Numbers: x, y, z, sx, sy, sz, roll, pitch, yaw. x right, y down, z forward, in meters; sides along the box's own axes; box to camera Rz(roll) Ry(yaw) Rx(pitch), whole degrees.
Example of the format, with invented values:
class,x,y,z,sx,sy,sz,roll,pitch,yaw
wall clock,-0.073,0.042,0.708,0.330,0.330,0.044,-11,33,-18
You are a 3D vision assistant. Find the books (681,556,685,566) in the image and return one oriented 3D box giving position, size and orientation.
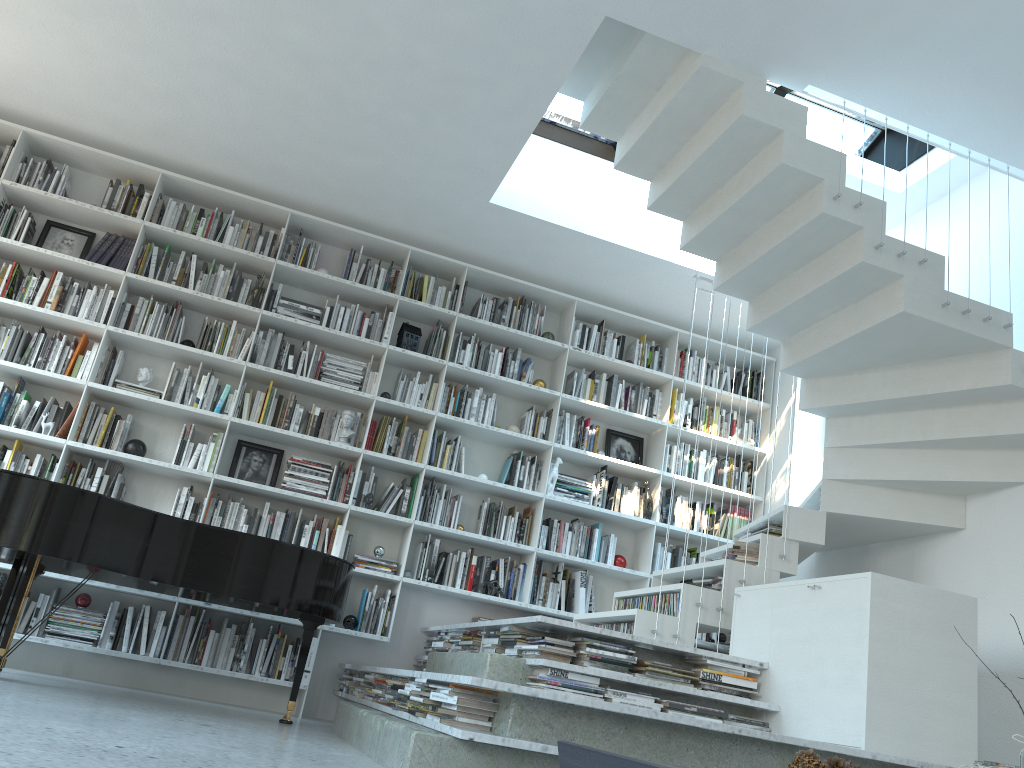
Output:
class,x,y,z,sx,sy,sz,roll,pitch,yaw
books,1.181,1.348,6.381,0.027,0.200,0.164,15,-20,-14

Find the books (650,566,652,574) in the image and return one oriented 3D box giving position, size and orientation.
class,x,y,z,sx,sy,sz,roll,pitch,yaw
books,0.947,1.245,6.327,0.085,0.277,0.160,15,-20,-14

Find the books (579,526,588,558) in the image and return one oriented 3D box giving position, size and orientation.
class,x,y,z,sx,sy,sz,roll,pitch,yaw
books,0.467,1.126,6.196,0.026,0.245,0.166,15,-20,-14

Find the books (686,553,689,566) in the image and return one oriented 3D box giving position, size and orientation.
class,x,y,z,sx,sy,sz,roll,pitch,yaw
books,1.217,1.341,6.389,0.014,0.229,0.173,15,-20,-14

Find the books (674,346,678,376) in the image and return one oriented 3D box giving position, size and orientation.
class,x,y,z,sx,sy,sz,roll,pitch,yaw
books,1.212,-0.137,6.795,0.011,0.312,0.173,15,-20,-14

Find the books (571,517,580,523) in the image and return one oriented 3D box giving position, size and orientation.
class,x,y,z,sx,sy,sz,roll,pitch,yaw
books,0.423,1.086,6.185,0.013,0.298,0.148,15,-20,-14

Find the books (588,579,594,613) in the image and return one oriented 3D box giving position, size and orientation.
class,x,y,z,sx,sy,sz,roll,pitch,yaw
books,0.531,1.487,6.113,0.062,0.273,0.148,15,-20,-14

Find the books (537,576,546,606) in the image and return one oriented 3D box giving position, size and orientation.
class,x,y,z,sx,sy,sz,roll,pitch,yaw
books,0.178,1.419,6.015,0.023,0.213,0.164,15,-20,-14

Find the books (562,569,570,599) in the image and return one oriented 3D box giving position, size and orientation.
class,x,y,z,sx,sy,sz,roll,pitch,yaw
books,0.347,1.426,6.085,0.010,0.303,0.132,15,-20,-14

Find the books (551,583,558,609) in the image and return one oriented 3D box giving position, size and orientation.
class,x,y,z,sx,sy,sz,roll,pitch,yaw
books,0.265,1.455,6.028,0.024,0.184,0.149,15,-20,-14

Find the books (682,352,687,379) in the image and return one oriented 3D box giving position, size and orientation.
class,x,y,z,sx,sy,sz,roll,pitch,yaw
books,1.285,-0.096,6.805,0.012,0.268,0.185,15,-20,-14

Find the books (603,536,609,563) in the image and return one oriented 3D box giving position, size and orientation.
class,x,y,z,sx,sy,sz,roll,pitch,yaw
books,0.624,1.184,6.237,0.037,0.218,0.140,15,-20,-14

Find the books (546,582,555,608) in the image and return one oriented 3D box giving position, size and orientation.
class,x,y,z,sx,sy,sz,roll,pitch,yaw
books,0.237,1.449,6.028,0.030,0.187,0.140,15,-20,-14

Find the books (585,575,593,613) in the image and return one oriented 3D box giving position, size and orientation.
class,x,y,z,sx,sy,sz,roll,pitch,yaw
books,0.495,1.466,6.096,0.025,0.286,0.160,15,-20,-14

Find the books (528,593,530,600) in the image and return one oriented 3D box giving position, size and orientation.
class,x,y,z,sx,sy,sz,roll,pitch,yaw
books,0.097,1.362,6.006,0.012,0.285,0.158,15,-20,-14

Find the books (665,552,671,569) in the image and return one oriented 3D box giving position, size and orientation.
class,x,y,z,sx,sy,sz,roll,pitch,yaw
books,1.075,1.313,6.340,0.029,0.200,0.173,15,-20,-14

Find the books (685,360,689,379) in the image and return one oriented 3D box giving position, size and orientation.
class,x,y,z,sx,sy,sz,roll,pitch,yaw
books,1.296,-0.072,6.806,0.022,0.228,0.175,15,-20,-14

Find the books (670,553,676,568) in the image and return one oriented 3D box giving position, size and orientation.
class,x,y,z,sx,sy,sz,roll,pitch,yaw
books,1.119,1.326,6.364,0.025,0.207,0.149,15,-20,-14

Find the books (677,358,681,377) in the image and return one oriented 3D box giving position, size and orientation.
class,x,y,z,sx,sy,sz,roll,pitch,yaw
books,1.243,-0.076,6.815,0.025,0.222,0.137,15,-20,-14

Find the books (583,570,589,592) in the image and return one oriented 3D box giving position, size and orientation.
class,x,y,z,sx,sy,sz,roll,pitch,yaw
books,0.474,1.450,6.118,0.012,0.325,0.136,15,-20,-14

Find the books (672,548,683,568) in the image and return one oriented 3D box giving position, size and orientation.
class,x,y,z,sx,sy,sz,roll,pitch,yaw
books,1.156,1.307,6.353,0.027,0.247,0.184,15,-20,-14

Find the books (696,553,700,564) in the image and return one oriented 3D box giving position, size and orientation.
class,x,y,z,sx,sy,sz,roll,pitch,yaw
books,1.305,1.357,6.423,0.012,0.253,0.161,15,-20,-14

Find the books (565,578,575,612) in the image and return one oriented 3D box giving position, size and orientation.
class,x,y,z,sx,sy,sz,roll,pitch,yaw
books,0.366,1.457,6.063,0.031,0.238,0.172,15,-20,-14

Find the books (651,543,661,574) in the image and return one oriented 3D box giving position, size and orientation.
class,x,y,z,sx,sy,sz,roll,pitch,yaw
books,1.001,1.266,6.323,0.024,0.251,0.176,15,-20,-14

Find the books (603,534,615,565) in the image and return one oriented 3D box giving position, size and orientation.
class,x,y,z,sx,sy,sz,roll,pitch,yaw
books,0.657,1.182,6.239,0.025,0.234,0.181,15,-20,-14

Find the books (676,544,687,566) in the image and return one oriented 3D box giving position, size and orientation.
class,x,y,z,sx,sy,sz,roll,pitch,yaw
books,1.208,1.308,6.402,0.013,0.296,0.141,15,-20,-14

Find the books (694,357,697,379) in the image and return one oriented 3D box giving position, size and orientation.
class,x,y,z,sx,sy,sz,roll,pitch,yaw
books,1.366,-0.062,6.846,0.014,0.259,0.168,15,-20,-14

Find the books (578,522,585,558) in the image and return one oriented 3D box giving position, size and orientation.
class,x,y,z,sx,sy,sz,roll,pitch,yaw
books,0.452,1.108,6.192,0.011,0.271,0.152,15,-20,-14

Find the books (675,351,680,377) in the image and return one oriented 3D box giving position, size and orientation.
class,x,y,z,sx,sy,sz,roll,pitch,yaw
books,1.229,-0.109,6.808,0.022,0.274,0.160,15,-20,-14

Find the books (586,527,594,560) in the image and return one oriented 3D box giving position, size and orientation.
class,x,y,z,sx,sy,sz,roll,pitch,yaw
books,0.521,1.139,6.217,0.012,0.253,0.161,15,-20,-14

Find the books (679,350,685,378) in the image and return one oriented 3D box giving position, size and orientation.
class,x,y,z,sx,sy,sz,roll,pitch,yaw
books,1.271,-0.104,6.817,0.013,0.285,0.151,15,-20,-14

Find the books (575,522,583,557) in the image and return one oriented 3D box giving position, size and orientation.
class,x,y,z,sx,sy,sz,roll,pitch,yaw
books,0.437,1.102,6.167,0.012,0.261,0.187,15,-20,-14

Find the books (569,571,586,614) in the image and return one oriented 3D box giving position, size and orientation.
class,x,y,z,sx,sy,sz,roll,pitch,yaw
books,0.433,1.435,6.046,0.075,0.290,0.256,15,-20,-14

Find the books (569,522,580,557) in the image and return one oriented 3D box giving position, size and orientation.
class,x,y,z,sx,sy,sz,roll,pitch,yaw
books,0.407,1.095,6.153,0.028,0.254,0.192,15,-20,-14

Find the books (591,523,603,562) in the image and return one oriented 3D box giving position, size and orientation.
class,x,y,z,sx,sy,sz,roll,pitch,yaw
books,0.570,1.128,6.213,0.026,0.289,0.181,15,-20,-14

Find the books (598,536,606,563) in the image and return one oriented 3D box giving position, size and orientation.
class,x,y,z,sx,sy,sz,roll,pitch,yaw
books,0.597,1.180,6.211,0.030,0.200,0.190,15,-20,-14

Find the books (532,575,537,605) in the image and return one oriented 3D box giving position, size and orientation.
class,x,y,z,sx,sy,sz,roll,pitch,yaw
books,0.136,1.412,6.016,0.033,0.212,0.140,15,-20,-14

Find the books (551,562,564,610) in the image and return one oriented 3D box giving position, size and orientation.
class,x,y,z,sx,sy,sz,roll,pitch,yaw
books,0.296,1.391,6.054,0.014,0.332,0.169,15,-20,-14

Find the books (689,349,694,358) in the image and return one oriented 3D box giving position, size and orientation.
class,x,y,z,sx,sy,sz,roll,pitch,yaw
books,1.347,-0.097,6.857,0.012,0.325,0.152,15,-20,-14

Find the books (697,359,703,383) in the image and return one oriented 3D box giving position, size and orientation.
class,x,y,z,sx,sy,sz,roll,pitch,yaw
books,1.409,-0.051,6.854,0.022,0.258,0.163,15,-20,-14

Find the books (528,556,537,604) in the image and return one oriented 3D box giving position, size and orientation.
class,x,y,z,sx,sy,sz,roll,pitch,yaw
books,0.116,1.341,6.013,0.014,0.336,0.132,15,-20,-14

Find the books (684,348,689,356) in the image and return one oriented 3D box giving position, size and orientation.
class,x,y,z,sx,sy,sz,roll,pitch,yaw
books,1.315,-0.109,6.847,0.014,0.330,0.143,15,-20,-14

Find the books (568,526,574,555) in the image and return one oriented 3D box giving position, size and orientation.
class,x,y,z,sx,sy,sz,roll,pitch,yaw
books,0.379,1.108,6.165,0.012,0.228,0.179,15,-20,-14

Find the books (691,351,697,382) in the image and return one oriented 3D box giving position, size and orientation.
class,x,y,z,sx,sy,sz,roll,pitch,yaw
books,1.361,-0.089,6.842,0.012,0.305,0.185,15,-20,-14

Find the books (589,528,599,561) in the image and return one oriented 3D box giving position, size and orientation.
class,x,y,z,sx,sy,sz,roll,pitch,yaw
books,0.544,1.142,6.197,0.023,0.243,0.190,15,-20,-14

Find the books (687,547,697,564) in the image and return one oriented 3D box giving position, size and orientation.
class,x,y,z,sx,sy,sz,roll,pitch,yaw
books,1.279,1.331,6.410,0.011,0.283,0.161,15,-20,-14

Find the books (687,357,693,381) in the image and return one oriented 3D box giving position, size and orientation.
class,x,y,z,sx,sy,sz,roll,pitch,yaw
books,1.329,-0.068,6.824,0.023,0.243,0.183,15,-20,-14

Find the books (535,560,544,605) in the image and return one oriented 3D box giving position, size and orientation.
class,x,y,z,sx,sy,sz,roll,pitch,yaw
books,0.167,1.365,6.039,0.013,0.326,0.131,15,-20,-14

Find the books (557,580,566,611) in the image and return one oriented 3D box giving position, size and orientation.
class,x,y,z,sx,sy,sz,roll,pitch,yaw
books,0.317,1.453,6.043,0.052,0.216,0.185,15,-20,-14

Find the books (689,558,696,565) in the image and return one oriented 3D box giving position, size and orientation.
class,x,y,z,sx,sy,sz,roll,pitch,yaw
books,1.260,1.361,6.385,0.021,0.204,0.175,15,-20,-14

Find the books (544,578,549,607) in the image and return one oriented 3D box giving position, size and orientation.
class,x,y,z,sx,sy,sz,roll,pitch,yaw
books,0.213,1.431,6.025,0.025,0.209,0.137,15,-20,-14

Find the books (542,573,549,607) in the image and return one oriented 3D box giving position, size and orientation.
class,x,y,z,sx,sy,sz,roll,pitch,yaw
books,0.201,1.407,6.015,0.015,0.242,0.157,15,-20,-14

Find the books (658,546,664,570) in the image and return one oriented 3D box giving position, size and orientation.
class,x,y,z,sx,sy,sz,roll,pitch,yaw
books,1.025,1.284,6.335,0.037,0.235,0.153,15,-20,-14

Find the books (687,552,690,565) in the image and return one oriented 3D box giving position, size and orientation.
class,x,y,z,sx,sy,sz,roll,pitch,yaw
books,1.232,1.345,6.410,0.027,0.241,0.132,15,-20,-14

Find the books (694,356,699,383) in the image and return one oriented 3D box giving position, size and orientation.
class,x,y,z,sx,sy,sz,roll,pitch,yaw
books,1.386,-0.064,6.854,0.027,0.274,0.149,15,-20,-14

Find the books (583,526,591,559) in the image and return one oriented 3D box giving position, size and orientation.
class,x,y,z,sx,sy,sz,roll,pitch,yaw
books,0.492,1.125,6.183,0.014,0.248,0.177,15,-20,-14

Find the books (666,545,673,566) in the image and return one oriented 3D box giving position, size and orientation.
class,x,y,z,sx,sy,sz,roll,pitch,yaw
books,1.099,1.294,6.374,0.024,0.266,0.133,15,-20,-14

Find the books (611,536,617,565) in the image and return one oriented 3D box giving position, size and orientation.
class,x,y,z,sx,sy,sz,roll,pitch,yaw
books,0.680,1.195,6.245,0.027,0.222,0.170,15,-20,-14

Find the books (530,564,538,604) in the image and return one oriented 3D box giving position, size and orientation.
class,x,y,z,sx,sy,sz,roll,pitch,yaw
books,0.124,1.369,6.011,0.015,0.286,0.138,15,-20,-14

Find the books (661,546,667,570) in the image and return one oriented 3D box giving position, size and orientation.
class,x,y,z,sx,sy,sz,roll,pitch,yaw
books,1.053,1.289,6.344,0.022,0.241,0.151,15,-20,-14
